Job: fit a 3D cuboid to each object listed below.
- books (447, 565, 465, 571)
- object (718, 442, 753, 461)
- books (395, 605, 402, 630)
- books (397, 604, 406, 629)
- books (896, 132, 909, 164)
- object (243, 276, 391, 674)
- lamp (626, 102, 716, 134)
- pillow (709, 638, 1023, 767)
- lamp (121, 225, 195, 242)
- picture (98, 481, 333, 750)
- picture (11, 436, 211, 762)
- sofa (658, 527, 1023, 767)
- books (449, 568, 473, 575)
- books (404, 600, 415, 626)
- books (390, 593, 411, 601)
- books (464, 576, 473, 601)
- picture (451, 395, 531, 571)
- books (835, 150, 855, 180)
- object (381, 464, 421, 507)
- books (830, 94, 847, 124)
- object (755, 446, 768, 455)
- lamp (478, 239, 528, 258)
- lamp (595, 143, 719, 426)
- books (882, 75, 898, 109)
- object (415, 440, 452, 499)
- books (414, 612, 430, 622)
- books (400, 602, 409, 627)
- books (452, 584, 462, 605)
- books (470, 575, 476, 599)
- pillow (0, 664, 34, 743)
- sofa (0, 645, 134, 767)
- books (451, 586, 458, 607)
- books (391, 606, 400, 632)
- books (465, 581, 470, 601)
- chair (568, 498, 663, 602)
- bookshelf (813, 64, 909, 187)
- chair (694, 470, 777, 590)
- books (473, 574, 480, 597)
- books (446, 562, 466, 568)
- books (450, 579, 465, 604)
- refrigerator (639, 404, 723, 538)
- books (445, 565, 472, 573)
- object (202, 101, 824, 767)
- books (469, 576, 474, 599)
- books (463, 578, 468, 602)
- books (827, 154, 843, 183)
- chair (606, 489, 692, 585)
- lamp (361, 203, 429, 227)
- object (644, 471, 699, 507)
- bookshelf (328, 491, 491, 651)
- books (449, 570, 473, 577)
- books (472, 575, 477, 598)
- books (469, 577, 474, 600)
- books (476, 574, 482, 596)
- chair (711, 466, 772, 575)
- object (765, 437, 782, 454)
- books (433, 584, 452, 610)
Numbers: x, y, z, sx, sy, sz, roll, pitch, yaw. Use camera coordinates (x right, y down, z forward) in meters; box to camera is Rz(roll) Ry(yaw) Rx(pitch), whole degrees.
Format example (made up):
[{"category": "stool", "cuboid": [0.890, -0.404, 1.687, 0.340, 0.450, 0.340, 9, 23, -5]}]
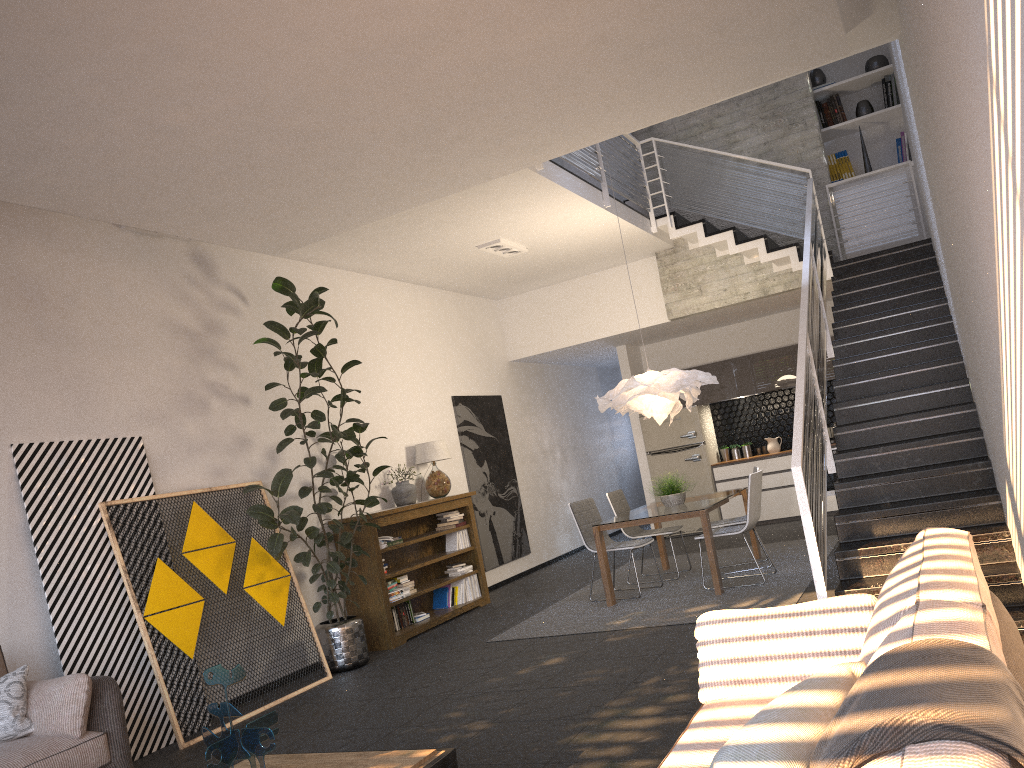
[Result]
[{"category": "books", "cuboid": [-0.567, 1.867, 9.011, 0.155, 0.022, 0.205, -11, -5, 5]}, {"category": "object", "cuboid": [3.088, 0.927, 12.193, 0.484, 0.220, 0.172, -13, -4, 22]}, {"category": "books", "cuboid": [-1.096, 2.109, 7.997, 0.172, 0.240, 0.055, -12, -3, 26]}, {"category": "books", "cuboid": [-1.071, 2.117, 8.044, 0.172, 0.224, 0.083, -12, -3, 26]}, {"category": "books", "cuboid": [4.316, -2.557, 9.779, 0.146, 0.382, 0.272, -12, -4, 25]}, {"category": "object", "cuboid": [-1.470, 0.684, 7.122, 0.908, 3.191, 2.016, -11, -3, 3]}, {"category": "lamp", "cuboid": [1.041, -1.878, 6.053, 0.648, 0.066, 0.253, -13, -6, 26]}, {"category": "pillow", "cuboid": [0.555, 0.782, 1.376, 1.014, 0.706, 0.962, -7, -6, -40]}, {"category": "lamp", "cuboid": [-2.531, -1.161, 6.534, 0.254, 0.066, 0.644, -13, -6, 25]}, {"category": "picture", "cuboid": [-2.018, 1.513, 6.239, 0.388, 1.601, 1.495, -12, -4, 25]}, {"category": "picture", "cuboid": [-2.505, 1.330, 5.622, 0.208, 2.014, 0.956, -12, -3, 25]}, {"category": "sofa", "cuboid": [0.633, 0.940, 1.896, 0.998, 0.917, 2.318, -13, -5, 25]}, {"category": "books", "cuboid": [-0.521, 1.904, 9.007, 0.175, 0.019, 0.244, -12, -6, 15]}, {"category": "books", "cuboid": [-1.006, 2.106, 8.157, 0.168, 0.241, 0.104, -12, -3, 26]}, {"category": "books", "cuboid": [-1.081, 1.913, 7.900, 0.220, 0.008, 0.304, -14, -6, 30]}, {"category": "books", "cuboid": [-0.495, 2.095, 9.037, 0.176, 0.243, 0.024, -12, -3, 26]}, {"category": "picture", "cuboid": [-0.228, 1.135, 10.639, 0.033, 2.023, 1.231, -12, -3, 25]}, {"category": "books", "cuboid": [3.795, -2.431, 10.036, 0.171, 0.372, 0.272, -12, -4, 25]}, {"category": "object", "cuboid": [-1.068, 0.974, 8.596, 0.386, 0.411, 0.276, -11, -3, 4]}, {"category": "books", "cuboid": [3.721, -3.064, 10.041, 0.134, 0.381, 0.272, -12, -4, 25]}, {"category": "object", "cuboid": [3.410, 0.910, 12.080, 0.161, 0.110, 0.077, -13, -4, 31]}, {"category": "lamp", "cuboid": [-0.089, -1.385, 8.961, 0.254, 0.066, 0.644, -13, -6, 25]}, {"category": "lamp", "cuboid": [0.901, -2.141, 8.359, 1.124, 5.199, 1.058, -12, -3, 36]}, {"category": "books", "cuboid": [4.183, -3.174, 9.792, 0.160, 0.381, 0.265, -12, -4, 25]}, {"category": "object", "cuboid": [-0.793, 0.888, 9.147, 0.389, 0.580, 0.391, -10, -3, -5]}, {"category": "books", "cuboid": [-0.899, 2.195, 8.318, 0.269, 0.050, 0.260, -9, -6, -19]}, {"category": "books", "cuboid": [-1.047, 2.109, 8.098, 0.172, 0.240, 0.084, -12, -3, 26]}, {"category": "books", "cuboid": [-0.570, 2.118, 8.897, 0.155, 0.193, 0.104, -12, -3, 26]}, {"category": "books", "cuboid": [-0.467, 2.097, 9.117, 0.175, 0.243, 0.019, -12, -3, 26]}, {"category": "pillow", "cuboid": [-2.754, 1.544, 3.515, 0.621, 0.342, 1.891, -13, -6, 25]}, {"category": "sofa", "cuboid": [-2.816, 1.753, 3.596, 0.998, 0.917, 2.318, -13, -5, 25]}, {"category": "books", "cuboid": [-0.619, 2.134, 8.867, 0.147, 0.183, 0.147, -13, -4, 29]}, {"category": "books", "cuboid": [-1.116, 2.108, 7.943, 0.168, 0.240, 0.099, -12, -3, 26]}, {"category": "books", "cuboid": [-0.511, 2.115, 9.021, 0.155, 0.204, 0.020, -12, -3, 26]}, {"category": "chair", "cuboid": [0.945, 1.481, 8.107, 0.605, 0.917, 0.473, -13, -4, 35]}, {"category": "bookshelf", "cuboid": [3.856, -2.798, 9.905, 0.977, 1.104, 0.442, -12, -3, 26]}, {"category": "chair", "cuboid": [1.911, 1.252, 7.616, 0.604, 0.917, 0.474, -12, -3, 28]}, {"category": "books", "cuboid": [-0.438, 2.098, 9.182, 0.176, 0.243, 0.024, -12, -3, 26]}, {"category": "books", "cuboid": [-0.572, 1.846, 9.019, 0.147, 0.023, 0.222, -8, -6, -23]}, {"category": "books", "cuboid": [-0.555, 2.099, 8.932, 0.175, 0.234, 0.100, -12, -3, 26]}, {"category": "refrigerator", "cuboid": [2.394, 1.203, 12.222, 0.833, 1.707, 0.768, -12, -3, 25]}, {"category": "books", "cuboid": [-0.545, 1.887, 9.017, 0.176, 0.023, 0.242, -14, -7, 35]}, {"category": "object", "cuboid": [1.191, -0.828, 6.680, 0.368, 4.462, 8.881, -12, -5, 37]}, {"category": "books", "cuboid": [-0.495, 2.101, 9.108, 0.176, 0.243, 0.024, -12, -3, 26]}, {"category": "books", "cuboid": [-0.544, 2.101, 9.007, 0.176, 0.243, 0.024, -12, -3, 26]}, {"category": "books", "cuboid": [3.681, -2.402, 10.093, 0.160, 0.371, 0.272, -12, -4, 25]}, {"category": "chair", "cuboid": [1.348, 1.466, 8.727, 0.604, 0.917, 0.474, -12, -3, 26]}, {"category": "lamp", "cuboid": [-1.006, -1.396, 7.062, 0.648, 0.066, 0.253, -13, -6, 26]}, {"category": "object", "cuboid": [1.471, 0.965, 8.242, 0.533, 0.366, 0.667, -12, -5, 21]}, {"category": "bookshelf", "cuboid": [-0.887, 1.735, 8.484, 0.453, 1.169, 1.916, -12, -5, 25]}, {"category": "books", "cuboid": [-0.521, 1.924, 9.002, 0.156, 0.020, 0.204, -14, -7, 35]}, {"category": "books", "cuboid": [-0.466, 2.102, 9.168, 0.176, 0.243, 0.024, -12, -3, 26]}, {"category": "books", "cuboid": [-0.494, 2.096, 9.061, 0.175, 0.243, 0.019, -12, -3, 26]}, {"category": "books", "cuboid": [-0.422, 2.097, 9.209, 0.175, 0.244, 0.040, -12, -3, 26]}, {"category": "chair", "cuboid": [2.111, 1.286, 8.351, 0.603, 0.917, 0.475, -11, -3, 11]}, {"category": "object", "cuboid": [3.541, 0.823, 11.974, 0.191, 0.214, 0.171, -14, -5, 39]}, {"category": "books", "cuboid": [-0.695, 2.119, 8.825, 0.172, 0.227, 0.164, -12, -4, 25]}]
